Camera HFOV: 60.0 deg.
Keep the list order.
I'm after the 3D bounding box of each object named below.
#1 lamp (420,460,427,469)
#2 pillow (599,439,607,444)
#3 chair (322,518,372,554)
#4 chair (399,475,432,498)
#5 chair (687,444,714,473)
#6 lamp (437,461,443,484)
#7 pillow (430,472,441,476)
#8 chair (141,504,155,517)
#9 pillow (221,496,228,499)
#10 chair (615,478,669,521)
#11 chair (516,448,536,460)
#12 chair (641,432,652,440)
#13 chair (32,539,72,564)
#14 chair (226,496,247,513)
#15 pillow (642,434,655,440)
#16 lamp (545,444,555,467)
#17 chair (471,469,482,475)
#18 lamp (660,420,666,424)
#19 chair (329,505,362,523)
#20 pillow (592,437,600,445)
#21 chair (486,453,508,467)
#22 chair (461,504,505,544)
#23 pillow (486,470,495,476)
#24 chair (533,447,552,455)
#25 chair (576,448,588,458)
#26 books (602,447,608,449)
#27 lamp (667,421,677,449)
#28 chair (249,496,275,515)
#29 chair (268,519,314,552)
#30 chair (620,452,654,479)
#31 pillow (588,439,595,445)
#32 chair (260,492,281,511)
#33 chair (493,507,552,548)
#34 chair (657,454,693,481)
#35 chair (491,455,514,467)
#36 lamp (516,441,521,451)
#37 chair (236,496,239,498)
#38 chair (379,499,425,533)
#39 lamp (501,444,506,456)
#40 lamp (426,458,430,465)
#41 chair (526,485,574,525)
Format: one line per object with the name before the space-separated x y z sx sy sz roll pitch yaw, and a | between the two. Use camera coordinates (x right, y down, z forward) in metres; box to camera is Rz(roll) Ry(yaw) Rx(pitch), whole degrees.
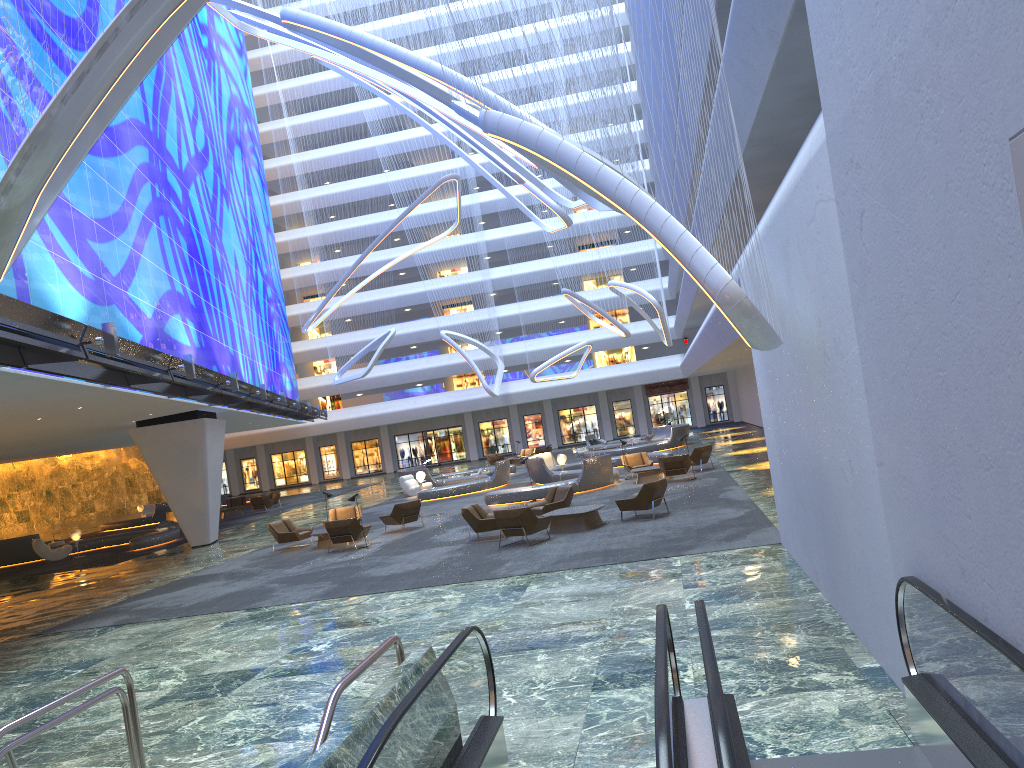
lamp | -3.897 4.027 39.632 0.384 1.300 0.202 -9 0 3
pillow | 4.888 3.155 48.603 0.683 0.280 0.876 -7 -3 -43
chair | -3.922 3.555 21.067 0.930 0.766 0.938 -9 -2 16
chair | -3.860 4.079 35.744 1.160 0.882 0.727 -10 -1 29
chair | 5.725 2.335 27.596 0.941 0.766 0.927 -10 -2 43
lamp | -2.722 3.632 34.307 0.201 1.300 0.384 -9 -1 -15
pillow | -3.593 4.197 41.085 0.442 0.207 0.446 -8 -2 -29
chair | -19.660 7.005 48.105 0.727 0.881 1.160 -8 -2 -36
pillow | -17.188 6.760 52.830 0.443 0.207 0.445 -9 -2 -4
chair | 2.759 2.429 18.595 0.941 0.766 0.927 -10 -2 34
chair | 0.843 3.924 48.404 0.931 0.766 0.937 -10 -2 28
chair | 7.290 2.834 45.934 0.941 0.766 0.927 -10 -2 43
chair | -16.094 5.770 31.049 1.154 0.882 0.731 -8 -2 -36
chair | -13.170 5.838 42.444 0.928 0.766 0.940 -8 -2 -17
pillow | 6.889 2.665 44.626 0.691 0.262 0.879 -8 -2 -28
lamp | 1.507 2.978 34.214 0.385 1.300 0.201 -9 0 27
chair | -2.064 4.148 39.540 1.781 0.501 0.587 -8 -2 -26
lamp | 7.731 2.439 44.583 0.384 1.300 0.202 -9 0 9
chair | -4.557 3.785 24.356 0.929 0.766 0.940 -9 -2 -7
pillow | 4.624 3.093 48.351 0.316 0.386 0.783 -9 -2 25
chair | -0.836 4.172 48.148 0.927 0.766 0.941 -8 -2 -37
chair | -0.526 2.951 19.024 0.939 0.766 0.929 -9 -2 11
pillow | -0.533 3.377 33.986 0.693 0.262 0.876 -9 -2 18
chair | 1.657 3.727 46.621 0.928 0.766 0.940 -8 -2 -12
chair | 3.576 3.512 45.293 0.588 0.501 0.490 -10 -2 44
books | 4.472 3.130 43.379 0.396 0.039 0.301 -10 -2 23
lamp | 7.334 2.337 40.544 0.201 1.300 0.385 -9 -1 -31
chair | -11.338 5.464 40.151 0.930 0.766 0.938 -9 -2 8
chair | -5.785 3.926 23.169 0.940 0.766 0.928 -9 -2 18
chair | 4.045 2.633 28.578 0.929 0.766 0.940 -9 -2 -7
pillow | 4.419 3.149 48.352 0.295 0.368 0.768 -9 -2 22
chair | -11.505 5.569 42.108 0.936 0.766 0.932 -7 -2 -42
chair | 0.197 2.777 17.470 0.932 0.766 0.937 -10 -2 36
chair | 4.679 2.403 25.290 0.930 0.766 0.938 -9 -2 16
chair | -0.510 4.009 45.344 0.936 0.766 0.932 -8 -2 -39
lamp | 0.403 3.723 48.486 0.383 1.300 0.202 -8 0 -29
chair | -15.862 6.723 50.827 0.588 0.501 0.490 -9 -1 26
chair | -2.876 3.487 23.374 0.941 0.766 0.927 -10 -2 43
lamp | -0.352 3.701 45.066 0.201 1.300 0.385 -9 -1 -28
lamp | -3.931 4.129 42.045 0.201 1.300 0.385 -8 -1 -37
chair | 0.928 2.780 20.327 0.937 0.766 0.932 -8 -2 -29
